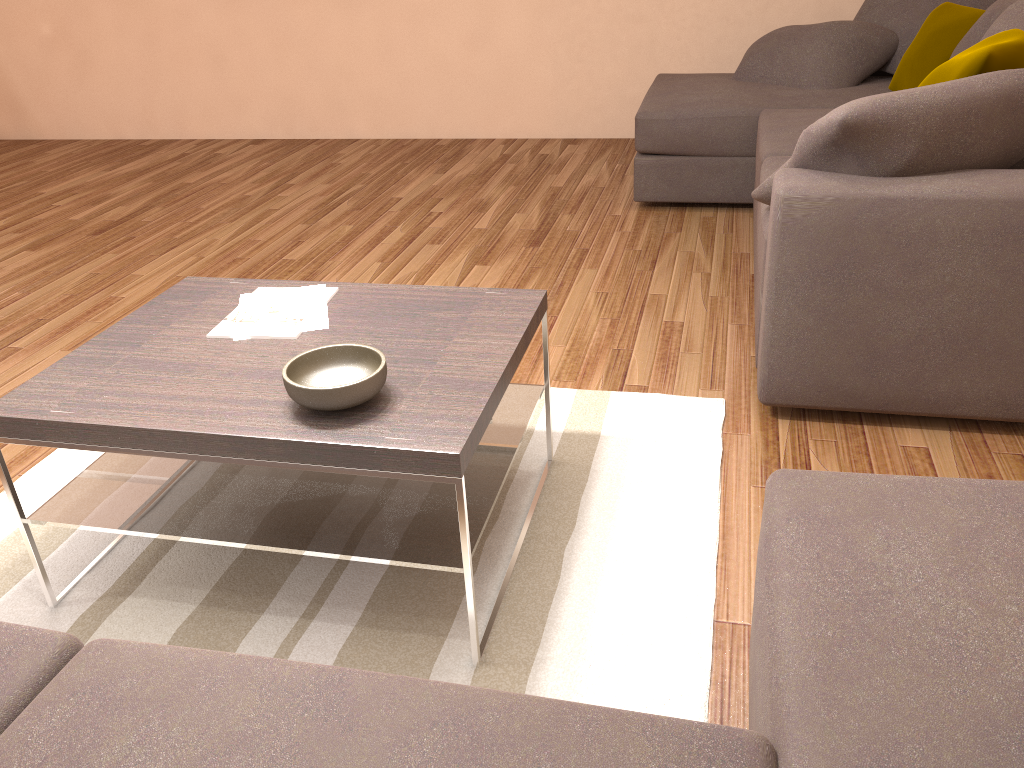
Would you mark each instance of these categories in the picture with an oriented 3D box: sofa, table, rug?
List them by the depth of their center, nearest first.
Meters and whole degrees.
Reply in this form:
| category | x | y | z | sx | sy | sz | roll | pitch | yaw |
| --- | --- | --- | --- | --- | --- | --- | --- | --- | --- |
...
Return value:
| category | x | y | z | sx | sy | sz | roll | pitch | yaw |
| --- | --- | --- | --- | --- | --- | --- | --- | --- | --- |
| sofa | -0.228 | 0.690 | 1.048 | 3.565 | 0.776 | 1.906 | 4 | 28 | 13 |
| table | -0.527 | 0.151 | 2.318 | 1.110 | 0.558 | 0.856 | 4 | 28 | 13 |
| rug | -0.519 | 0.396 | 2.452 | 2.122 | 0.024 | 1.791 | 4 | 28 | 13 |
| sofa | 1.461 | -1.002 | 4.123 | 1.906 | 0.776 | 3.565 | 4 | 28 | 13 |

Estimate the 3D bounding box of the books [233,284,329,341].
| category | x | y | z | sx | sy | sz | roll | pitch | yaw |
| --- | --- | --- | --- | --- | --- | --- | --- | --- | --- |
| books | -0.622 | -0.195 | 2.398 | 0.241 | 0.008 | 0.332 | -8 | 28 | -10 |

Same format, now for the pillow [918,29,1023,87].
| category | x | y | z | sx | sy | sz | roll | pitch | yaw |
| --- | --- | --- | --- | --- | --- | --- | --- | --- | --- |
| pillow | 1.557 | -0.957 | 3.098 | 0.382 | 0.492 | 0.658 | 17 | 34 | 34 |

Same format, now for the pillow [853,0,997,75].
| category | x | y | z | sx | sy | sz | roll | pitch | yaw |
| --- | --- | --- | --- | --- | --- | --- | --- | --- | --- |
| pillow | 2.250 | -1.989 | 4.956 | 0.483 | 0.578 | 0.806 | -21 | 32 | -31 |

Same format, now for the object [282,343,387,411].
| category | x | y | z | sx | sy | sz | roll | pitch | yaw |
| --- | --- | --- | --- | --- | --- | --- | --- | --- | --- |
| object | -0.376 | -0.005 | 1.905 | 0.219 | 0.081 | 0.219 | 6 | 29 | 18 |

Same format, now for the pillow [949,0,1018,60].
| category | x | y | z | sx | sy | sz | roll | pitch | yaw |
| --- | --- | --- | --- | --- | --- | --- | --- | --- | --- |
| pillow | 2.300 | -1.577 | 4.197 | 0.431 | 0.576 | 0.787 | 12 | 31 | 26 |

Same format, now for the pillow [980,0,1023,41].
| category | x | y | z | sx | sy | sz | roll | pitch | yaw |
| --- | --- | --- | --- | --- | --- | --- | --- | --- | --- |
| pillow | 1.959 | -1.192 | 3.468 | 0.459 | 0.590 | 0.783 | 6 | 29 | 17 |

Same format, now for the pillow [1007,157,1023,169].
| category | x | y | z | sx | sy | sz | roll | pitch | yaw |
| --- | --- | --- | --- | --- | --- | --- | --- | --- | --- |
| pillow | 1.767 | -0.798 | 2.906 | 0.811 | 0.635 | 0.399 | -20 | 32 | -29 |

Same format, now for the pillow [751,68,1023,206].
| category | x | y | z | sx | sy | sz | roll | pitch | yaw |
| --- | --- | --- | --- | --- | --- | --- | --- | --- | --- |
| pillow | 1.190 | -0.734 | 2.753 | 0.749 | 0.470 | 0.560 | -10 | 28 | -13 |

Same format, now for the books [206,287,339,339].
| category | x | y | z | sx | sy | sz | roll | pitch | yaw |
| --- | --- | --- | --- | --- | --- | --- | --- | --- | --- |
| books | -0.635 | -0.194 | 2.383 | 0.241 | 0.010 | 0.332 | 1 | 28 | 9 |

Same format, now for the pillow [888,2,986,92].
| category | x | y | z | sx | sy | sz | roll | pitch | yaw |
| --- | --- | --- | --- | --- | --- | --- | --- | --- | --- |
| pillow | 2.132 | -1.638 | 4.462 | 0.335 | 0.486 | 0.631 | 0 | 28 | 7 |

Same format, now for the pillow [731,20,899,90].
| category | x | y | z | sx | sy | sz | roll | pitch | yaw |
| --- | --- | --- | --- | --- | --- | --- | --- | --- | --- |
| pillow | 1.654 | -1.829 | 5.020 | 0.645 | 0.415 | 0.792 | -22 | 32 | -31 |
